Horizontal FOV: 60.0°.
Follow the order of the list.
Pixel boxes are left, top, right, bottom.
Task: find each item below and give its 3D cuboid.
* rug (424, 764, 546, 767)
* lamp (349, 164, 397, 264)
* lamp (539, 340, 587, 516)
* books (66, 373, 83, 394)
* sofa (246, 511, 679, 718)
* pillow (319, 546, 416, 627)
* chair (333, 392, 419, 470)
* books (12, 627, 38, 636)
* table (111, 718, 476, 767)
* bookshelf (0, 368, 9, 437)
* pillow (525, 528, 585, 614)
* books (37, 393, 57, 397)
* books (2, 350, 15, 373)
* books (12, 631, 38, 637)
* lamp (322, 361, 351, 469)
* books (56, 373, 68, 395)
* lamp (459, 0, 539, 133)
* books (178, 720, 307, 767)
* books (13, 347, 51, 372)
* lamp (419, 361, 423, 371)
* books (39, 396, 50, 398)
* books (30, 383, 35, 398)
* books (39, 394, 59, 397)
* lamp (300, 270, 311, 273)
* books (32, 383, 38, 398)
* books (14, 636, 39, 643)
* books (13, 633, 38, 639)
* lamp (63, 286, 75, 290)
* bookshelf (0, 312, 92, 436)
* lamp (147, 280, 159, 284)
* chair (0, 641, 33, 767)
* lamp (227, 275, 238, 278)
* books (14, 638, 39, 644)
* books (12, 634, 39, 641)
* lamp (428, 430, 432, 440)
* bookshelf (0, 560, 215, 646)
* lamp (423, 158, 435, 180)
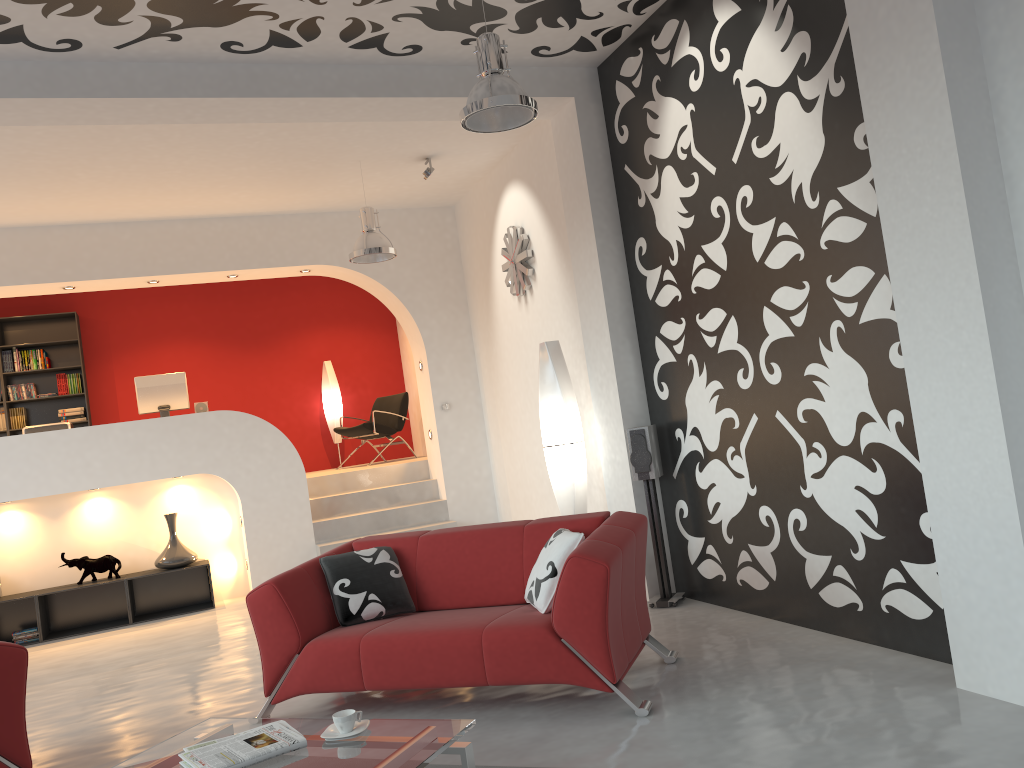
[{"bbox_3d":[-0.819,1.496,2.685,1.700,0.025,1.700,-9,-3,24],"label":"rug"},{"bbox_3d":[-1.162,-1.396,7.087,0.379,0.800,0.379,-10,-3,40],"label":"lamp"},{"bbox_3d":[0.388,0.583,6.223,0.313,1.779,0.313,-8,-3,-13],"label":"lamp"},{"bbox_3d":[-5.036,0.011,10.210,0.146,0.240,0.170,-7,-3,-21],"label":"books"},{"bbox_3d":[-0.258,1.119,4.315,1.929,0.738,0.951,-9,-3,19],"label":"sofa"},{"bbox_3d":[-0.731,1.015,4.486,0.402,0.343,0.288,-7,-3,-28],"label":"pillow"},{"bbox_3d":[-1.643,0.548,10.493,0.664,0.795,0.768,-11,-3,44],"label":"chair"},{"bbox_3d":[-4.112,2.088,7.490,0.190,0.015,0.135,-7,-3,-26],"label":"books"},{"bbox_3d":[-0.845,1.353,2.680,1.162,0.286,1.097,-9,-3,24],"label":"table"},{"bbox_3d":[-6.000,0.426,9.763,0.816,2.213,0.305,-7,-3,-21],"label":"bookshelf"},{"bbox_3d":[0.198,0.867,4.156,0.288,0.343,0.402,-8,-3,-13],"label":"pillow"},{"bbox_3d":[-5.292,0.127,10.113,0.190,0.015,0.135,-7,-3,-16],"label":"books"},{"bbox_3d":[-5.670,-0.236,9.999,0.090,0.256,0.181,-7,-3,-21],"label":"books"},{"bbox_3d":[-4.098,2.101,7.486,0.190,0.015,0.135,-7,-3,-21],"label":"books"},{"bbox_3d":[-2.233,0.382,11.128,0.237,1.349,0.237,-8,-3,-13],"label":"lamp"},{"bbox_3d":[-5.149,0.017,10.168,0.090,0.256,0.181,-7,-3,-21],"label":"books"},{"bbox_3d":[-0.117,-1.669,4.288,0.379,0.800,0.379,-7,-3,-28],"label":"lamp"},{"bbox_3d":[-0.895,1.209,2.937,0.367,0.035,0.345,-7,-3,-31],"label":"books"},{"bbox_3d":[-5.444,-0.280,10.062,0.341,0.286,0.231,-7,-3,-21],"label":"books"},{"bbox_3d":[-0.921,-0.181,8.941,0.011,0.105,0.105,-7,-3,-21],"label":"lamp"},{"bbox_3d":[-5.284,0.156,10.113,0.190,0.015,0.135,-7,-3,-26],"label":"books"},{"bbox_3d":[-5.428,0.086,10.066,0.031,0.190,0.135,-7,-3,-21],"label":"books"},{"bbox_3d":[-5.281,0.140,10.115,0.190,0.015,0.135,-7,-3,-21],"label":"books"},{"bbox_3d":[-2.009,-1.096,8.624,0.105,0.011,0.105,-7,-3,-32],"label":"lamp"},{"bbox_3d":[-5.414,0.084,10.071,0.031,0.190,0.135,-7,-3,-21],"label":"books"},{"bbox_3d":[-4.087,2.146,7.494,0.190,0.015,0.135,-7,-3,-21],"label":"books"},{"bbox_3d":[-4.095,2.116,7.494,0.190,0.015,0.135,-7,-3,-21],"label":"books"},{"bbox_3d":[-3.936,-0.851,7.880,0.105,0.011,0.105,-7,-3,-32],"label":"lamp"},{"bbox_3d":[-5.244,0.330,10.054,0.816,2.213,0.305,-7,-3,-21],"label":"bookshelf"},{"bbox_3d":[-3.288,-0.933,8.130,0.105,0.011,0.105,-7,-3,-32],"label":"lamp"},{"bbox_3d":[-2.612,1.415,3.350,0.951,0.738,1.288,-10,-3,29],"label":"chair"},{"bbox_3d":[-2.639,-1.016,8.381,0.105,0.011,0.105,-7,-3,-32],"label":"lamp"},{"bbox_3d":[-4.090,2.161,7.491,0.190,0.015,0.135,-7,-3,-26],"label":"books"},{"bbox_3d":[-4.098,2.132,7.491,0.190,0.015,0.135,-7,-3,-16],"label":"books"},{"bbox_3d":[-0.822,0.510,8.911,0.011,0.105,0.105,-7,-3,-21],"label":"lamp"},{"bbox_3d":[-4.008,1.973,7.564,2.764,0.397,0.405,-7,-3,-21],"label":"bookshelf"},{"bbox_3d":[-0.687,-1.767,7.288,0.112,0.176,0.118,-9,-3,21],"label":"lamp"}]
